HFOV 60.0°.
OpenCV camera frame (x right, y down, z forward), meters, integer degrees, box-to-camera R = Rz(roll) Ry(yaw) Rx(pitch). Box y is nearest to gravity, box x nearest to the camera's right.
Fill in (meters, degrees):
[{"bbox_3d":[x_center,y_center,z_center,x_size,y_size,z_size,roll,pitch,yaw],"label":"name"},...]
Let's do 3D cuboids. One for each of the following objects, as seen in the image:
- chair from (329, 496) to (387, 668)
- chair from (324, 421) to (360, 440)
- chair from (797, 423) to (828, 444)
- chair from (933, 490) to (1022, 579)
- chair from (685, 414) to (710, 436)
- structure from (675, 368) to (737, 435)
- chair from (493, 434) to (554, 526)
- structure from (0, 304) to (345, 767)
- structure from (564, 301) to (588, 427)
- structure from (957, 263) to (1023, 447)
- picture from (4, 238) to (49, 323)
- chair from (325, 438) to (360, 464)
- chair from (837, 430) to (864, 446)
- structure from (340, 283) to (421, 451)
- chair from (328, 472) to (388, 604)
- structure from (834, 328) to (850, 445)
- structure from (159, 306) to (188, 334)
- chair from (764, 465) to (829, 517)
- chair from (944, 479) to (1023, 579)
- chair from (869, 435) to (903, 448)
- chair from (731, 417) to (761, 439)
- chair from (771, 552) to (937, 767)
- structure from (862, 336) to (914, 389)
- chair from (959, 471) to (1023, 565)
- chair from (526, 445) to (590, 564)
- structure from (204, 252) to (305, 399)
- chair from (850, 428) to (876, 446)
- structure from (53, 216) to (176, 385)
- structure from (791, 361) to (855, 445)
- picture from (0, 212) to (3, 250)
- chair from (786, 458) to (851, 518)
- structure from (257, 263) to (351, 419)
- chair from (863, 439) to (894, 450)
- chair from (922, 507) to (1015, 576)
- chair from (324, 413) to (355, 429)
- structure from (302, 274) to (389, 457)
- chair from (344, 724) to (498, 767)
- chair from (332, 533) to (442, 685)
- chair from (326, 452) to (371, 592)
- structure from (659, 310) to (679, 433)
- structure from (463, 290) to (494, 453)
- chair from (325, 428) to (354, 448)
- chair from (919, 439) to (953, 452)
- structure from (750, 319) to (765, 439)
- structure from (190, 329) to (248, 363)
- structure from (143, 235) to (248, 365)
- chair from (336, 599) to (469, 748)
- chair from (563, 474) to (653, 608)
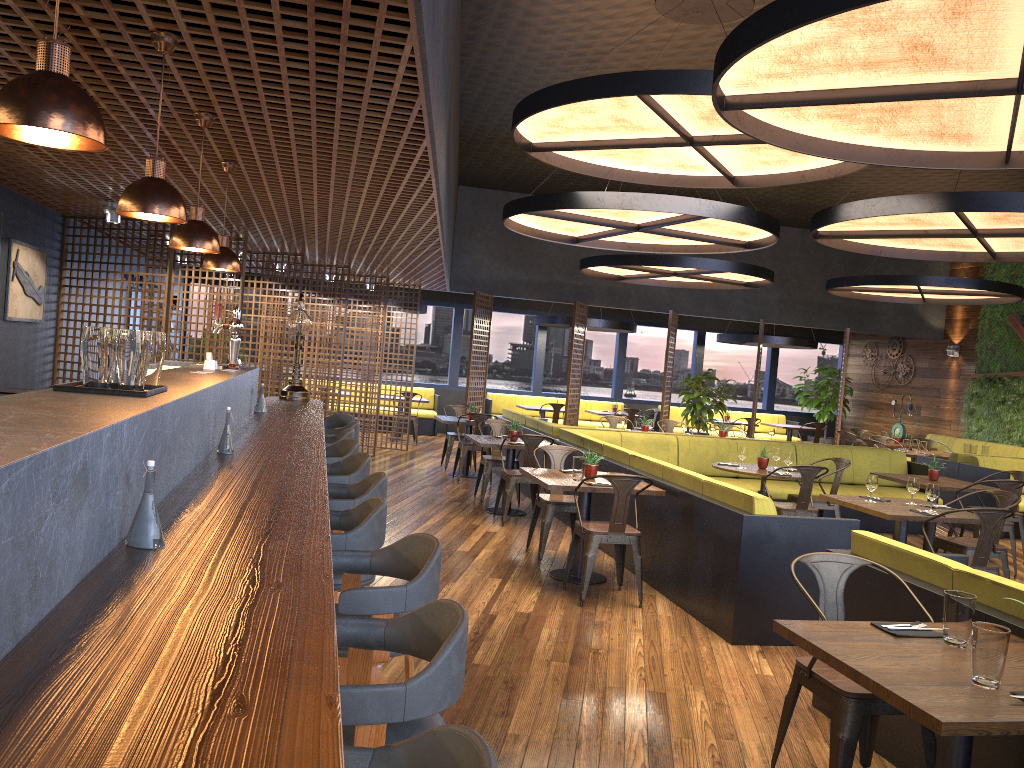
[{"bbox_3d":[-0.735,0.943,3.347,0.438,1.048,0.483,3,2,-41],"label":"chair"},{"bbox_3d":[-1.430,0.793,6.798,0.438,1.048,0.483,5,2,16],"label":"chair"},{"bbox_3d":[5.861,1.191,17.370,0.504,0.917,0.541,4,2,-12],"label":"chair"},{"bbox_3d":[3.597,1.277,6.901,0.541,0.917,0.504,4,2,-12],"label":"chair"},{"bbox_3d":[3.648,0.998,17.646,0.541,0.917,0.504,4,2,-12],"label":"chair"},{"bbox_3d":[3.177,0.606,15.049,1.166,1.763,0.993,3,2,-42],"label":"structure"},{"bbox_3d":[0.117,0.934,8.840,0.504,0.917,0.541,4,2,-12],"label":"chair"},{"bbox_3d":[-2.085,-0.002,3.487,2.700,2.700,9.298,4,2,-12],"label":"structure"},{"bbox_3d":[1.077,-0.046,15.230,0.050,2.700,0.852,5,2,18],"label":"structure"},{"bbox_3d":[9.370,-0.214,11.912,0.918,4.593,9.182,4,2,-13],"label":"structure"},{"bbox_3d":[-4.386,-0.912,8.042,0.028,0.697,1.039,4,2,-12],"label":"picture"},{"bbox_3d":[-1.193,0.850,5.420,0.438,1.048,0.483,5,2,2],"label":"chair"},{"bbox_3d":[5.666,1.244,14.751,0.541,0.917,0.504,4,2,-12],"label":"chair"},{"bbox_3d":[-2.224,-0.308,14.655,1.319,2.700,0.050,5,2,18],"label":"structure"},{"bbox_3d":[-0.827,0.917,4.026,0.438,1.048,0.483,5,2,16],"label":"chair"},{"bbox_3d":[6.042,0.341,16.327,0.050,2.700,0.852,5,2,18],"label":"structure"},{"bbox_3d":[-5.871,-1.055,15.418,0.293,0.563,1.220,4,2,-12],"label":"structure"},{"bbox_3d":[2.545,1.158,8.064,0.504,0.917,0.541,4,2,-12],"label":"chair"},{"bbox_3d":[4.420,1.310,8.275,0.504,0.917,0.541,4,2,-12],"label":"chair"},{"bbox_3d":[5.789,1.281,13.730,0.504,0.917,0.541,4,2,-12],"label":"chair"},{"bbox_3d":[4.469,1.083,17.062,0.504,0.917,0.541,4,2,-12],"label":"chair"},{"bbox_3d":[1.355,1.179,3.505,0.504,0.917,0.541,4,2,-12],"label":"chair"},{"bbox_3d":[7.923,-0.471,18.777,0.058,1.178,1.791,4,2,-12],"label":"structure"},{"bbox_3d":[4.961,1.335,9.057,0.541,0.917,0.504,4,2,-12],"label":"chair"},{"bbox_3d":[0.411,0.997,7.418,0.504,0.917,0.541,4,2,-12],"label":"chair"},{"bbox_3d":[-3.318,-0.309,11.214,1.319,2.700,0.050,5,2,18],"label":"structure"},{"bbox_3d":[6.216,1.267,15.636,0.504,0.917,0.541,4,2,-12],"label":"chair"},{"bbox_3d":[-4.047,-0.310,8.920,1.319,2.700,0.050,5,2,18],"label":"structure"},{"bbox_3d":[6.873,0.587,19.460,1.493,2.184,1.272,4,2,-12],"label":"structure"},{"bbox_3d":[-4.100,-0.979,6.773,0.028,0.809,1.039,4,2,-12],"label":"picture"},{"bbox_3d":[3.025,1.179,8.804,0.541,0.917,0.504,4,2,-12],"label":"chair"},{"bbox_3d":[-2.953,-0.309,12.361,1.319,2.700,0.050,5,2,18],"label":"structure"},{"bbox_3d":[5.355,1.268,12.858,0.541,0.917,0.504,4,2,-12],"label":"chair"},{"bbox_3d":[3.074,1.256,6.070,0.504,0.917,0.541,4,2,-12],"label":"chair"},{"bbox_3d":[-1.565,0.767,7.371,0.438,1.048,0.483,4,2,-21],"label":"chair"},{"bbox_3d":[-2.588,-0.308,13.508,1.319,2.700,0.050,5,2,18],"label":"structure"},{"bbox_3d":[-0.285,1.035,1.267,0.438,1.048,0.483,3,2,-41],"label":"chair"},{"bbox_3d":[-0.470,0.983,2.669,0.438,1.048,0.483,5,2,7],"label":"chair"},{"bbox_3d":[-1.022,0.882,4.735,0.483,1.048,0.438,6,2,38],"label":"chair"},{"bbox_3d":[2.732,0.083,15.596,0.050,2.700,0.852,5,2,18],"label":"structure"},{"bbox_3d":[-0.578,-0.175,14.864,0.050,2.700,0.852,5,2,18],"label":"structure"},{"bbox_3d":[-1.363,0.815,6.177,0.438,1.048,0.483,3,2,-41],"label":"chair"},{"bbox_3d":[6.635,1.347,13.916,0.504,0.917,0.541,4,2,-12],"label":"chair"},{"bbox_3d":[4.387,0.212,15.961,0.050,2.700,0.852,5,2,18],"label":"structure"},{"bbox_3d":[-5.610,-0.177,16.795,1.166,1.763,0.993,3,2,-42],"label":"structure"},{"bbox_3d":[-3.682,-0.309,10.067,1.319,2.700,0.050,5,2,18],"label":"structure"},{"bbox_3d":[-0.356,1.011,1.951,0.438,1.048,0.483,5,2,16],"label":"chair"},{"bbox_3d":[0.675,1.051,6.202,0.504,0.917,0.541,4,2,-12],"label":"chair"}]
